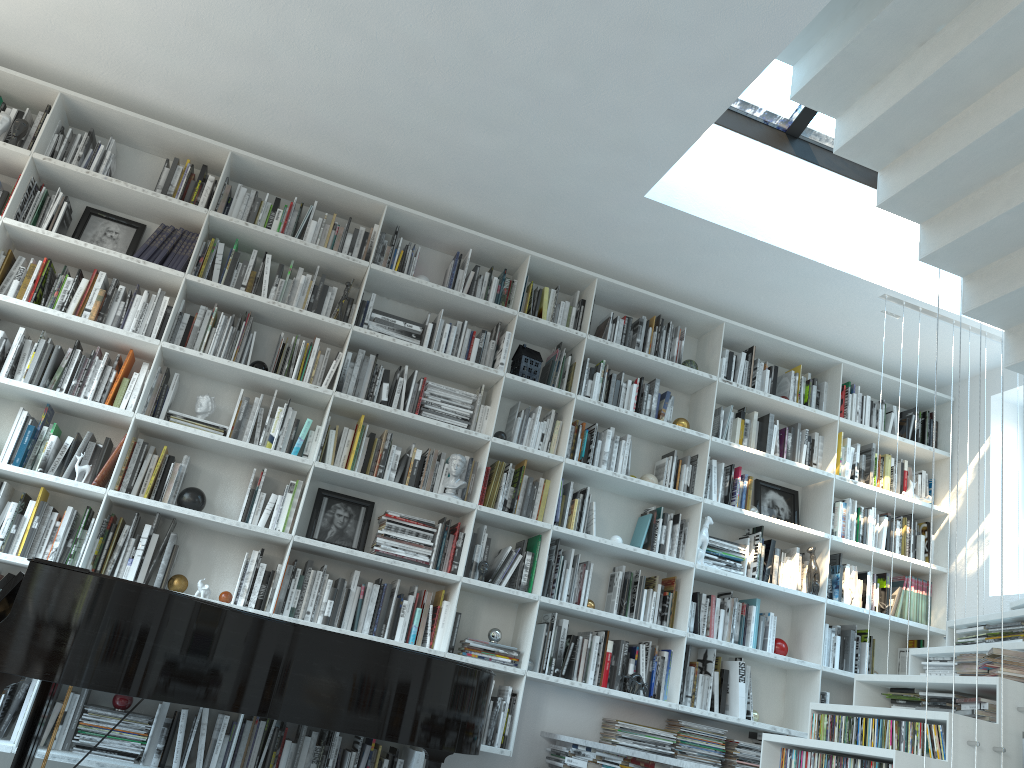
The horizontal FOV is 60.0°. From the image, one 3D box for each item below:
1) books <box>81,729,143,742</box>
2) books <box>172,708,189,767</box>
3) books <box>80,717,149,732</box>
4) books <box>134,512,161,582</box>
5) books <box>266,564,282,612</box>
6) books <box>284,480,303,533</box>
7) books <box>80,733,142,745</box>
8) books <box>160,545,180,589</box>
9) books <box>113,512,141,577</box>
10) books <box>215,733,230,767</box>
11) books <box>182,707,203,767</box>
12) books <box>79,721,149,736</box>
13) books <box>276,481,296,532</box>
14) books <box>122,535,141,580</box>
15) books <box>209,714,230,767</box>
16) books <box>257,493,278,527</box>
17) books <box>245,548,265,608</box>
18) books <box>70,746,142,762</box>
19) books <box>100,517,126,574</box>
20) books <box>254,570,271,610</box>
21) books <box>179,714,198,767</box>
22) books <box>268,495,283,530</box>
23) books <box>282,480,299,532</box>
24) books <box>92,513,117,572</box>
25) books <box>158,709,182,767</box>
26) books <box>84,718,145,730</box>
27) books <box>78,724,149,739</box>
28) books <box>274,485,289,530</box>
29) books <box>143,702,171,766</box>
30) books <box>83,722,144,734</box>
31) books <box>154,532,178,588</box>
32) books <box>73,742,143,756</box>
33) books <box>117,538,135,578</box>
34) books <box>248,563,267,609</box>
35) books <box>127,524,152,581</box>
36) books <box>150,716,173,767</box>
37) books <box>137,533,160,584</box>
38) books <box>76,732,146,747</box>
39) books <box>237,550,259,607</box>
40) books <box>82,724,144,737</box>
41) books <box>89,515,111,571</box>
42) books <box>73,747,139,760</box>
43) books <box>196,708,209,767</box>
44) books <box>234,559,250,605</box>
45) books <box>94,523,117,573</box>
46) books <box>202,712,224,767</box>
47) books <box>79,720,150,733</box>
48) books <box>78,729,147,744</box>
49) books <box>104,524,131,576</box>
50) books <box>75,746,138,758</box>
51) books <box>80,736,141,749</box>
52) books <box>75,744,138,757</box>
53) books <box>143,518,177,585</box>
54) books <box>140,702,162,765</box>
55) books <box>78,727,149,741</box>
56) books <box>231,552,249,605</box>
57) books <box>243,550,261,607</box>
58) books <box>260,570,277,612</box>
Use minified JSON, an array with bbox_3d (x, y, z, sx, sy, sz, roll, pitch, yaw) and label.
[{"bbox_3d":[-1.751,1.538,3.897,0.254,0.007,0.161,17,-21,-13],"label":"books"},{"bbox_3d":[-1.481,1.584,3.965,0.063,0.252,0.178,17,-21,-14],"label":"books"},{"bbox_3d":[-1.746,1.499,3.911,0.285,0.005,0.160,17,-21,-15],"label":"books"},{"bbox_3d":[-1.707,0.776,4.152,0.013,0.337,0.138,17,-21,-14],"label":"books"},{"bbox_3d":[-1.158,0.997,4.292,0.019,0.241,0.108,17,-21,-14],"label":"books"},{"bbox_3d":[-1.089,0.627,4.384,0.021,0.280,0.162,17,-21,-14],"label":"books"},{"bbox_3d":[-1.753,1.551,3.892,0.254,0.007,0.161,17,-21,-13],"label":"books"},{"bbox_3d":[-1.602,0.866,4.150,0.023,0.211,0.160,17,-21,-14],"label":"books"},{"bbox_3d":[-1.782,0.757,4.106,0.014,0.312,0.166,17,-21,-14],"label":"books"},{"bbox_3d":[-1.313,1.672,4.000,0.024,0.179,0.172,17,-21,-14],"label":"books"},{"bbox_3d":[-1.431,1.585,3.971,0.012,0.273,0.180,17,-21,-14],"label":"books"},{"bbox_3d":[-1.748,1.514,3.903,0.285,0.005,0.160,18,-21,-16],"label":"books"},{"bbox_3d":[-1.125,0.625,4.380,0.027,0.268,0.179,17,-21,-14],"label":"books"},{"bbox_3d":[-1.753,0.814,4.100,0.021,0.214,0.172,17,-21,-14],"label":"books"},{"bbox_3d":[-1.323,1.624,3.992,0.024,0.259,0.190,17,-21,-14],"label":"books"},{"bbox_3d":[-1.205,0.639,4.347,0.057,0.188,0.156,17,-21,-14],"label":"books"},{"bbox_3d":[-1.239,0.939,4.255,0.014,0.289,0.132,17,-21,-14],"label":"books"},{"bbox_3d":[-1.769,1.614,3.871,0.285,0.007,0.160,17,-21,-14],"label":"books"},{"bbox_3d":[-1.835,0.758,4.080,0.012,0.271,0.182,17,-21,-14],"label":"books"},{"bbox_3d":[-1.204,1.001,4.261,0.031,0.194,0.142,17,-21,-14],"label":"books"},{"bbox_3d":[-1.449,1.603,3.968,0.011,0.231,0.174,17,-21,-14],"label":"books"},{"bbox_3d":[-1.169,0.652,4.361,0.024,0.187,0.173,17,-21,-14],"label":"books"},{"bbox_3d":[-1.103,0.623,4.378,0.011,0.278,0.188,17,-21,-14],"label":"books"},{"bbox_3d":[-1.877,0.744,4.081,0.013,0.282,0.147,17,-21,-14],"label":"books"},{"bbox_3d":[-1.527,1.581,3.962,0.028,0.237,0.136,17,-21,-14],"label":"books"},{"bbox_3d":[-1.745,1.495,3.914,0.254,0.005,0.161,17,-21,-14],"label":"books"},{"bbox_3d":[-1.749,1.526,3.904,0.285,0.007,0.160,17,-21,-14],"label":"books"},{"bbox_3d":[-1.143,0.628,4.365,0.012,0.243,0.171,17,-21,-14],"label":"books"},{"bbox_3d":[-1.579,1.552,3.953,0.031,0.264,0.145,17,-21,-14],"label":"books"},{"bbox_3d":[-1.748,1.509,3.907,0.254,0.005,0.161,17,-21,-15],"label":"books"},{"bbox_3d":[-1.615,0.833,4.138,0.027,0.260,0.164,17,-21,-14],"label":"books"},{"bbox_3d":[-1.761,1.586,3.871,0.285,0.007,0.160,19,-22,-18],"label":"books"},{"bbox_3d":[-1.777,0.818,4.095,0.024,0.195,0.157,17,-21,-14],"label":"books"},{"bbox_3d":[-1.223,0.975,4.240,0.029,0.220,0.153,17,-21,-14],"label":"books"},{"bbox_3d":[-1.724,0.795,4.112,0.027,0.268,0.185,17,-21,-14],"label":"books"},{"bbox_3d":[-1.553,1.586,3.938,0.029,0.201,0.178,17,-21,-14],"label":"books"},{"bbox_3d":[-1.695,0.825,4.133,0.029,0.240,0.136,17,-21,-14],"label":"books"},{"bbox_3d":[-1.753,1.555,3.883,0.285,0.007,0.160,19,-22,-18],"label":"books"},{"bbox_3d":[-1.266,0.937,4.235,0.027,0.268,0.159,17,-21,-14],"label":"books"},{"bbox_3d":[-1.750,1.520,3.905,0.254,0.005,0.161,17,-21,-14],"label":"books"},{"bbox_3d":[-1.893,0.747,4.086,0.013,0.274,0.147,17,-21,-14],"label":"books"},{"bbox_3d":[-1.765,1.605,3.865,0.254,0.007,0.161,16,-21,-10],"label":"books"},{"bbox_3d":[-1.395,1.600,3.994,0.074,0.274,0.181,17,-21,-14],"label":"books"},{"bbox_3d":[-1.295,0.957,4.238,0.015,0.224,0.148,17,-21,-14],"label":"books"},{"bbox_3d":[-1.860,0.770,4.076,0.030,0.238,0.157,17,-21,-14],"label":"books"},{"bbox_3d":[-1.355,1.626,4.015,0.025,0.258,0.133,17,-21,-14],"label":"books"},{"bbox_3d":[-1.747,1.504,3.909,0.285,0.005,0.160,17,-21,-13],"label":"books"},{"bbox_3d":[-1.749,1.542,3.886,0.285,0.007,0.160,19,-22,-19],"label":"books"},{"bbox_3d":[-1.815,0.779,4.089,0.042,0.247,0.163,17,-21,-14],"label":"books"},{"bbox_3d":[-1.766,1.602,3.875,0.254,0.007,0.161,17,-21,-14],"label":"books"},{"bbox_3d":[-1.754,1.562,3.881,0.254,0.007,0.161,19,-22,-18],"label":"books"},{"bbox_3d":[-1.764,1.595,3.875,0.254,0.007,0.161,17,-21,-13],"label":"books"},{"bbox_3d":[-1.645,0.791,4.142,0.050,0.327,0.167,17,-21,-14],"label":"books"},{"bbox_3d":[-1.596,1.547,3.932,0.012,0.253,0.161,17,-21,-14],"label":"books"},{"bbox_3d":[-1.750,1.532,3.899,0.285,0.007,0.160,17,-21,-13],"label":"books"},{"bbox_3d":[-1.303,0.937,4.233,0.012,0.253,0.161,17,-21,-14],"label":"books"},{"bbox_3d":[-1.252,0.943,4.253,0.010,0.276,0.156,17,-21,-14],"label":"books"},{"bbox_3d":[-1.174,1.002,4.256,0.024,0.200,0.159,17,-21,-14],"label":"books"}]
